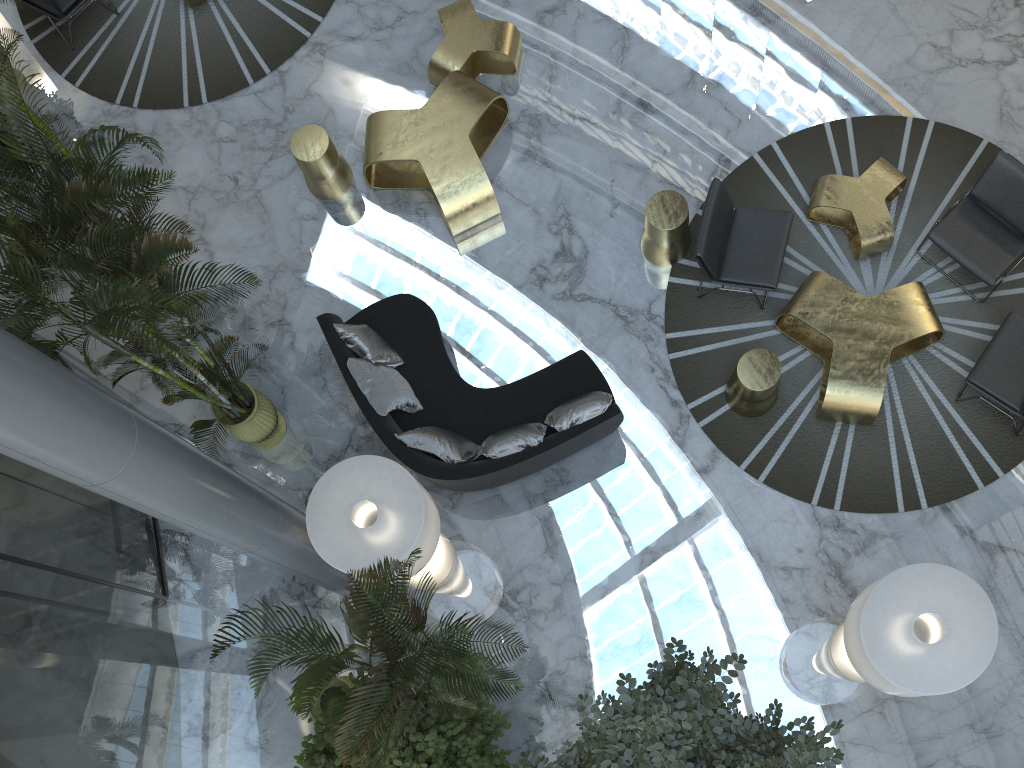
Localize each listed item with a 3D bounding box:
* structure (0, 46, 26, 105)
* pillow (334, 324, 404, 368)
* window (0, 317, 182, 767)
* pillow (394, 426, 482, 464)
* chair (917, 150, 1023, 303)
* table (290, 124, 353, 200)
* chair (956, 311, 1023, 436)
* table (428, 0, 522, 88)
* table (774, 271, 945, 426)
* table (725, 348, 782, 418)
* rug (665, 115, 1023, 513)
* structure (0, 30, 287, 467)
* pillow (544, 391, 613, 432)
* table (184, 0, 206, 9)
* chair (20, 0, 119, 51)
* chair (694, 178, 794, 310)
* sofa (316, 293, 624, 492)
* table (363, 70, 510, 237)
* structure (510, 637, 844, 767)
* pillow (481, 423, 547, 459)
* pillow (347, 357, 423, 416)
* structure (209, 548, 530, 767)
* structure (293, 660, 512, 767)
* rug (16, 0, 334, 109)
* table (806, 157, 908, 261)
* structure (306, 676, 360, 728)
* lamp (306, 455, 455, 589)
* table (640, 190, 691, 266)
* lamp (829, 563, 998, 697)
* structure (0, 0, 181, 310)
[{"bbox_3d":[-5.120,-3.233,7.566,0.975,1.879,0.869,-38,70,-5],"label":"structure"},{"bbox_3d":[-1.204,-0.322,7.173,0.544,0.392,0.272,42,83,13],"label":"pillow"},{"bbox_3d":[-4.898,2.614,3.665,4.238,8.421,14.673,-20,78,1],"label":"window"},{"bbox_3d":[-0.587,0.483,6.991,0.613,0.440,0.279,19,77,10],"label":"pillow"},{"bbox_3d":[3.847,-1.243,6.917,0.694,0.711,0.724,43,85,15],"label":"chair"},{"bbox_3d":[-1.730,-2.009,7.723,0.443,0.528,0.419,-26,73,0],"label":"table"},{"bbox_3d":[4.075,-0.114,6.769,0.704,0.711,0.714,32,82,14],"label":"chair"},{"bbox_3d":[-0.331,-3.064,7.795,0.789,0.305,0.895,7,83,7],"label":"table"},{"bbox_3d":[2.842,-0.291,7.063,1.351,0.420,1.155,8,83,7],"label":"table"},{"bbox_3d":[2.008,-0.020,7.076,0.442,0.528,0.420,-34,73,-2],"label":"table"},{"bbox_3d":[3.081,-0.632,7.294,3.428,0.019,3.520,36,89,9],"label":"rug"},{"bbox_3d":[-2.433,-0.335,5.943,1.643,3.959,1.933,-36,71,-5],"label":"structure"},{"bbox_3d":[0.556,0.220,6.912,0.612,0.426,0.280,-23,72,2],"label":"pillow"},{"bbox_3d":[-3.160,-4.249,8.149,1.370,0.420,1.138,-27,80,2],"label":"table"},{"bbox_3d":[-4.313,-3.797,8.087,0.728,0.711,0.690,-36,74,-2],"label":"chair"},{"bbox_3d":[1.906,-1.148,7.119,0.716,0.711,0.702,12,78,10],"label":"chair"},{"bbox_3d":[-0.318,-0.070,7.251,1.930,0.742,1.915,-27,80,2],"label":"sofa"},{"bbox_3d":[-0.597,-2.016,7.635,1.463,0.448,1.215,-27,80,2],"label":"table"},{"bbox_3d":[1.262,3.062,5.890,2.229,2.471,2.226,-34,74,-2],"label":"structure"},{"bbox_3d":[0.005,0.472,6.945,0.612,0.427,0.280,-19,72,3],"label":"pillow"},{"bbox_3d":[-1.072,0.003,7.100,0.360,0.479,0.604,-39,76,-4],"label":"pillow"},{"bbox_3d":[-0.566,1.847,5.639,1.407,3.672,1.150,-35,69,-5],"label":"structure"},{"bbox_3d":[-0.746,2.827,6.244,1.528,2.258,1.531,20,77,13],"label":"structure"},{"bbox_3d":[-3.251,-4.344,8.390,3.534,0.019,3.414,-9,83,5],"label":"rug"},{"bbox_3d":[2.983,-1.544,7.251,0.831,0.286,0.746,43,89,10],"label":"table"},{"bbox_3d":[-1.387,2.645,7.109,0.444,0.676,0.419,-18,71,2],"label":"structure"},{"bbox_3d":[-0.883,1.211,6.670,0.809,1.774,0.818,28,77,16],"label":"lamp"},{"bbox_3d":[1.318,-1.341,7.317,0.443,0.528,0.419,-26,73,0],"label":"table"},{"bbox_3d":[2.747,1.857,6.203,0.836,1.774,0.792,-4,71,7],"label":"lamp"},{"bbox_3d":[-3.600,-1.834,5.749,2.425,4.944,2.399,-39,71,-6],"label":"structure"}]
